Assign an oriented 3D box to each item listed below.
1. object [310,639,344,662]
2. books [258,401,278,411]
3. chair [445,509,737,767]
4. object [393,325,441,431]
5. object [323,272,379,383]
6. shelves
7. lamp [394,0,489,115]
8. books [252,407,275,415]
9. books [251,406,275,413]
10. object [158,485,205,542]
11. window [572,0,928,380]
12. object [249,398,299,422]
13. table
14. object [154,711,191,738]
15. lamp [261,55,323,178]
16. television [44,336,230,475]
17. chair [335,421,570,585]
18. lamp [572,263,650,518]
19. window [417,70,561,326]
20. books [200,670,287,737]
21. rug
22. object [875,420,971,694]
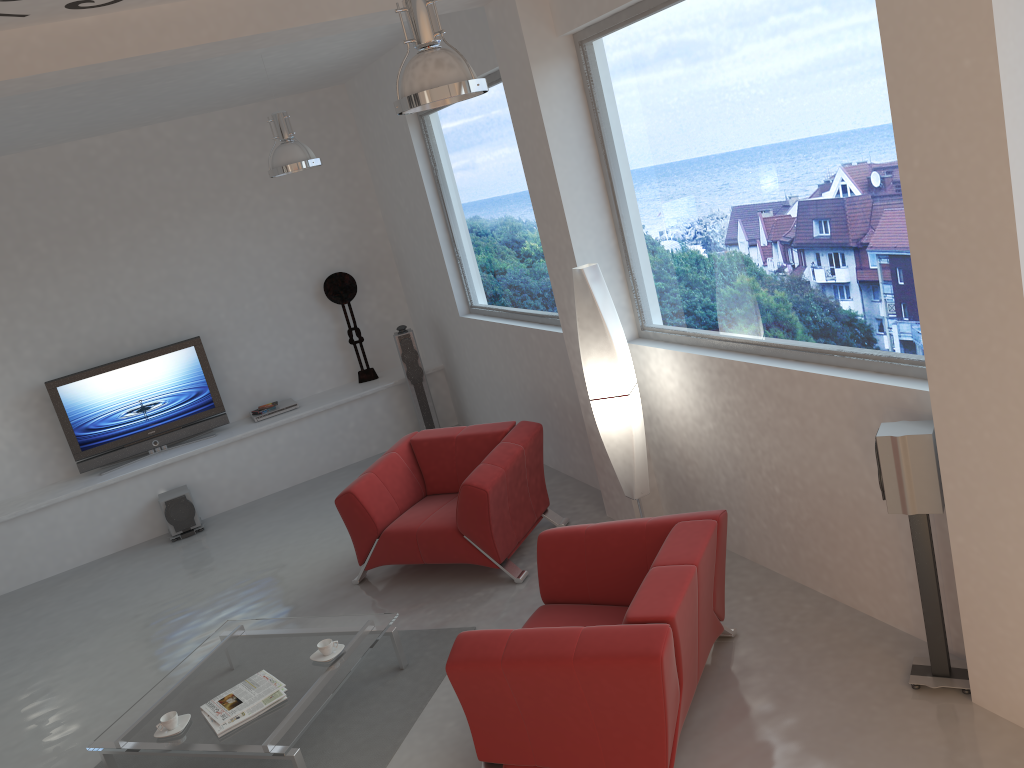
[{"bbox_3d":[-0.939,1.340,4.484,0.153,0.069,0.153,-5,17,34],"label":"object"},{"bbox_3d":[-2.361,0.212,8.579,0.190,0.015,0.135,-17,14,-11],"label":"books"},{"bbox_3d":[0.410,1.112,3.842,0.951,0.738,1.288,-7,16,27],"label":"chair"},{"bbox_3d":[-0.913,-0.005,8.570,0.255,1.184,0.273,-16,14,-6],"label":"object"},{"bbox_3d":[-1.591,-0.567,8.857,0.331,1.130,0.108,-14,14,3],"label":"object"},{"bbox_3d":[-3.226,0.669,8.151,5.500,0.050,0.650,-20,15,-21],"label":"shelves"},{"bbox_3d":[-0.372,-1.491,3.426,0.379,0.800,0.379,-13,14,7],"label":"lamp"},{"bbox_3d":[-2.398,0.256,8.570,0.135,0.015,0.190,-5,17,32],"label":"books"},{"bbox_3d":[-2.404,0.242,8.569,0.135,0.015,0.190,1,21,46],"label":"books"},{"bbox_3d":[-2.933,1.139,7.840,0.336,0.374,0.337,-20,15,-21],"label":"object"},{"bbox_3d":[1.097,-0.993,4.161,0.100,1.800,2.400,-20,15,-21],"label":"window"},{"bbox_3d":[-2.320,0.250,8.635,0.430,0.045,0.352,-20,15,-21],"label":"object"},{"bbox_3d":[-1.285,1.610,4.517,1.162,0.286,1.097,-9,15,23],"label":"table"},{"bbox_3d":[-1.604,1.593,4.174,0.153,0.069,0.153,-13,14,5],"label":"object"},{"bbox_3d":[-1.611,-1.870,6.131,0.379,0.800,0.379,-10,15,17],"label":"lamp"},{"bbox_3d":[-3.397,0.201,8.136,1.356,0.919,0.343,-20,15,-21],"label":"television"},{"bbox_3d":[-0.414,0.787,5.924,1.288,0.738,0.951,-7,16,27],"label":"chair"},{"bbox_3d":[0.614,0.193,5.044,0.313,1.779,0.313,-22,16,-29],"label":"lamp"},{"bbox_3d":[-0.060,-1.346,6.687,0.100,1.800,2.400,-20,15,-21],"label":"window"},{"bbox_3d":[-1.278,1.511,4.236,0.367,0.035,0.345,-23,16,-31],"label":"books"},{"bbox_3d":[-1.254,1.751,4.542,1.700,0.025,1.700,-9,15,23],"label":"rug"},{"bbox_3d":[1.625,0.689,3.487,0.229,1.112,0.214,-5,17,32],"label":"object"}]
